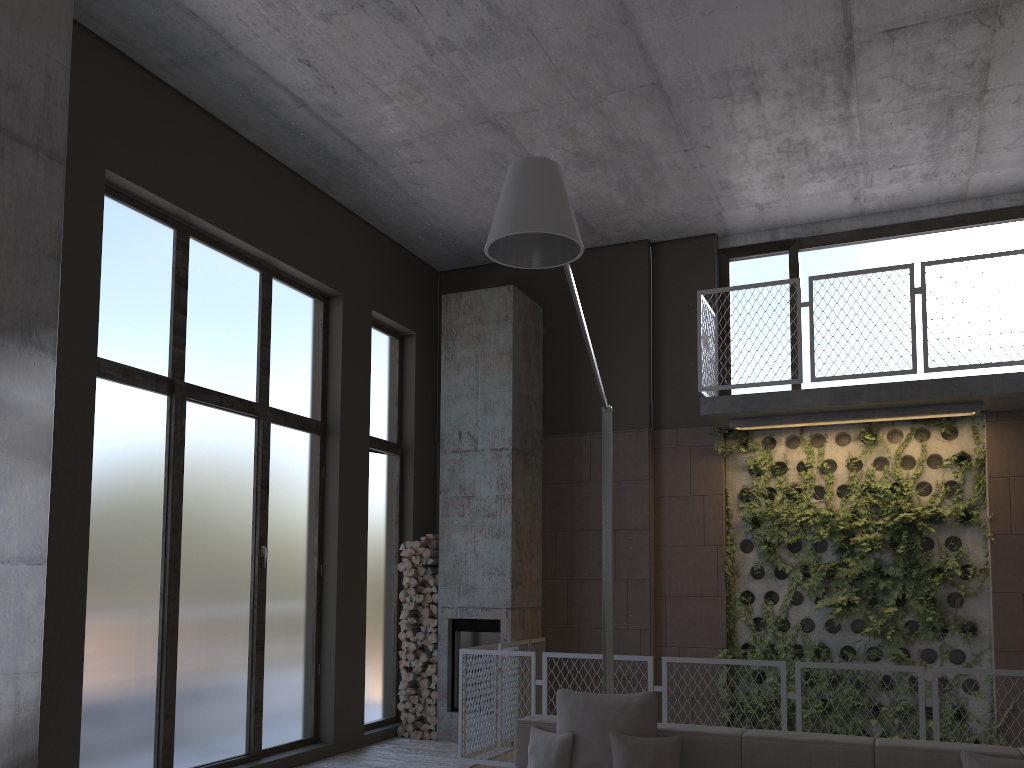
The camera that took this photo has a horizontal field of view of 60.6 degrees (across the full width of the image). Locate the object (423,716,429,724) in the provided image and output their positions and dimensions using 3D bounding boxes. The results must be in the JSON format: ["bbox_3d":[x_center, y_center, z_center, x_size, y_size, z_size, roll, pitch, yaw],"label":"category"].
[{"bbox_3d":[-0.805,3.446,9.067,0.104,0.100,0.297,-3,-13,22],"label":"object"}]

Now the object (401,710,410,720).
[{"bbox_3d":[-1.032,3.410,9.070,0.101,0.101,0.298,-4,-13,24],"label":"object"}]

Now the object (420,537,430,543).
[{"bbox_3d":[-0.847,1.636,9.138,0.065,0.072,0.366,-3,-13,21],"label":"object"}]

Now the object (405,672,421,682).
[{"bbox_3d":[-0.944,3.004,9.042,0.094,0.082,0.489,-3,-13,22],"label":"object"}]

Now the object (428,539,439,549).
[{"bbox_3d":[-0.767,1.681,9.161,0.099,0.106,0.299,-3,-13,24],"label":"object"}]

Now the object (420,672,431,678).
[{"bbox_3d":[-0.823,2.975,8.999,0.089,0.055,0.338,-4,-14,24],"label":"object"}]

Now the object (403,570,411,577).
[{"bbox_3d":[-1.008,1.981,9.158,0.067,0.066,0.431,-3,-13,22],"label":"object"}]

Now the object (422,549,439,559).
[{"bbox_3d":[-0.781,1.761,9.078,0.093,0.091,0.445,-3,-13,22],"label":"object"}]

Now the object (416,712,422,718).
[{"bbox_3d":[-0.879,3.373,9.019,0.064,0.073,0.366,-3,-13,21],"label":"object"}]

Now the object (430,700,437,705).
[{"bbox_3d":[-0.741,3.204,8.865,0.063,0.047,0.255,-4,-13,22],"label":"object"}]

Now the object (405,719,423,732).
[{"bbox_3d":[-0.954,3.517,9.061,0.092,0.091,0.445,-3,-13,22],"label":"object"}]

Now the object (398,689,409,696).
[{"bbox_3d":[-1.043,3.185,9.103,0.122,0.066,0.370,-4,-13,22],"label":"object"}]

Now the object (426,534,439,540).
[{"bbox_3d":[-0.780,1.599,9.140,0.088,0.054,0.338,-4,-13,22],"label":"object"}]

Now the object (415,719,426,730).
[{"bbox_3d":[-0.873,3.501,9.055,0.101,0.085,0.369,-4,-13,22],"label":"object"}]

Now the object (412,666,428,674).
[{"bbox_3d":[-0.873,2.932,9.043,0.115,0.078,0.443,-4,-13,22],"label":"object"}]

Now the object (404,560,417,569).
[{"bbox_3d":[-0.972,1.889,9.140,0.091,0.088,0.464,-3,-13,22],"label":"object"}]

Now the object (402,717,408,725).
[{"bbox_3d":[-1.049,3.439,8.983,0.045,0.071,0.256,-3,-13,22],"label":"object"}]

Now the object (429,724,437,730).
[{"bbox_3d":[-0.720,3.467,8.957,0.071,0.071,0.431,-3,-13,22],"label":"object"}]

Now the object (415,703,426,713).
[{"bbox_3d":[-0.848,3.300,9.005,0.091,0.087,0.464,-3,-13,21],"label":"object"}]

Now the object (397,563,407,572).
[{"bbox_3d":[-1.051,1.921,9.177,0.091,0.090,0.445,-3,-13,22],"label":"object"}]

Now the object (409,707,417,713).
[{"bbox_3d":[-0.945,3.334,9.023,0.089,0.055,0.339,-4,-13,22],"label":"object"}]

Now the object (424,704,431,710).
[{"bbox_3d":[-0.773,3.290,9.004,0.067,0.070,0.431,-3,-13,22],"label":"object"}]

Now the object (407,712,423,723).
[{"bbox_3d":[-0.963,3.402,8.991,0.099,0.105,0.299,-3,-13,24],"label":"object"}]

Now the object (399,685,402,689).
[{"bbox_3d":[-1.041,3.125,9.137,0.067,0.070,0.431,-4,-13,24],"label":"object"}]

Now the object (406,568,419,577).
[{"bbox_3d":[-0.940,1.964,9.127,0.094,0.082,0.489,-3,-13,22],"label":"object"}]

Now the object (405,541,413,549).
[{"bbox_3d":[-0.975,1.701,9.196,0.091,0.088,0.464,-3,-13,21],"label":"object"}]

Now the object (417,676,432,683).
[{"bbox_3d":[-0.868,3.025,9.043,0.064,0.073,0.366,-3,-13,25],"label":"object"}]

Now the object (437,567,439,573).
[{"bbox_3d":[-0.665,1.939,9.138,0.100,0.100,0.298,-4,-13,24],"label":"object"}]

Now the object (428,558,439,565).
[{"bbox_3d":[-0.741,1.836,9.061,0.066,0.066,0.431,-3,-13,22],"label":"object"}]

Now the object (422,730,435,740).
[{"bbox_3d":[-0.770,3.571,8.986,0.091,0.087,0.464,-3,-13,22],"label":"object"}]

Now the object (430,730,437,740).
[{"bbox_3d":[-0.692,3.555,8.948,0.092,0.090,0.445,-3,-13,22],"label":"object"}]

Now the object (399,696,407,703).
[{"bbox_3d":[-1.026,3.258,9.102,0.067,0.083,0.433,-3,-13,25],"label":"object"}]

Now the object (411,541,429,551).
[{"bbox_3d":[-0.925,1.682,9.082,0.104,0.101,0.297,-3,-13,22],"label":"object"}]

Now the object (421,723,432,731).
[{"bbox_3d":[-0.784,3.502,9.003,0.115,0.078,0.443,-4,-13,22],"label":"object"}]

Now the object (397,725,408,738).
[{"bbox_3d":[-1.071,3.567,9.061,0.064,0.123,0.371,-2,-12,22],"label":"object"}]

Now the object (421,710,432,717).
[{"bbox_3d":[-0.788,3.350,8.976,0.122,0.066,0.370,-5,-14,24],"label":"object"}]

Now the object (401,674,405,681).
[{"bbox_3d":[-1.012,3.021,9.074,0.067,0.066,0.431,-3,-13,22],"label":"object"}]

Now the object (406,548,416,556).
[{"bbox_3d":[-0.951,1.762,9.136,0.113,0.078,0.443,-4,-13,22],"label":"object"}]

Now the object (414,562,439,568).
[{"bbox_3d":[-0.869,1.891,9.128,0.115,0.078,0.443,-4,-13,22],"label":"object"}]

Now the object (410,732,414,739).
[{"bbox_3d":[-0.923,3.591,9.034,0.067,0.066,0.431,-3,-13,22],"label":"object"}]

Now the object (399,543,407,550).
[{"bbox_3d":[-1.044,1.716,9.193,0.067,0.067,0.431,-3,-13,22],"label":"object"}]

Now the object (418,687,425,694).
[{"bbox_3d":[-0.841,3.151,9.070,0.101,0.085,0.369,-4,-13,24],"label":"object"}]

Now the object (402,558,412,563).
[{"bbox_3d":[-1.020,1.856,9.188,0.066,0.085,0.433,-3,-13,21],"label":"object"}]

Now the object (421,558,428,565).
[{"bbox_3d":[-0.815,1.844,9.093,0.067,0.065,0.431,-3,-13,22],"label":"object"}]

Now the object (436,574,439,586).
[{"bbox_3d":[-0.678,2.024,9.058,0.064,0.123,0.371,-2,-12,22],"label":"object"}]

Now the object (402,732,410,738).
[{"bbox_3d":[-0.998,3.596,9.066,0.067,0.066,0.431,-3,-13,22],"label":"object"}]

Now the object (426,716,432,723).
[{"bbox_3d":[-0.751,3.414,8.967,0.067,0.083,0.433,-3,-13,21],"label":"object"}]

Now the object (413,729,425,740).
[{"bbox_3d":[-0.855,3.574,9.002,0.094,0.082,0.489,-3,-13,22],"label":"object"}]

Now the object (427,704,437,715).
[{"bbox_3d":[-0.748,3.278,8.863,0.101,0.101,0.298,-3,-13,22],"label":"object"}]
